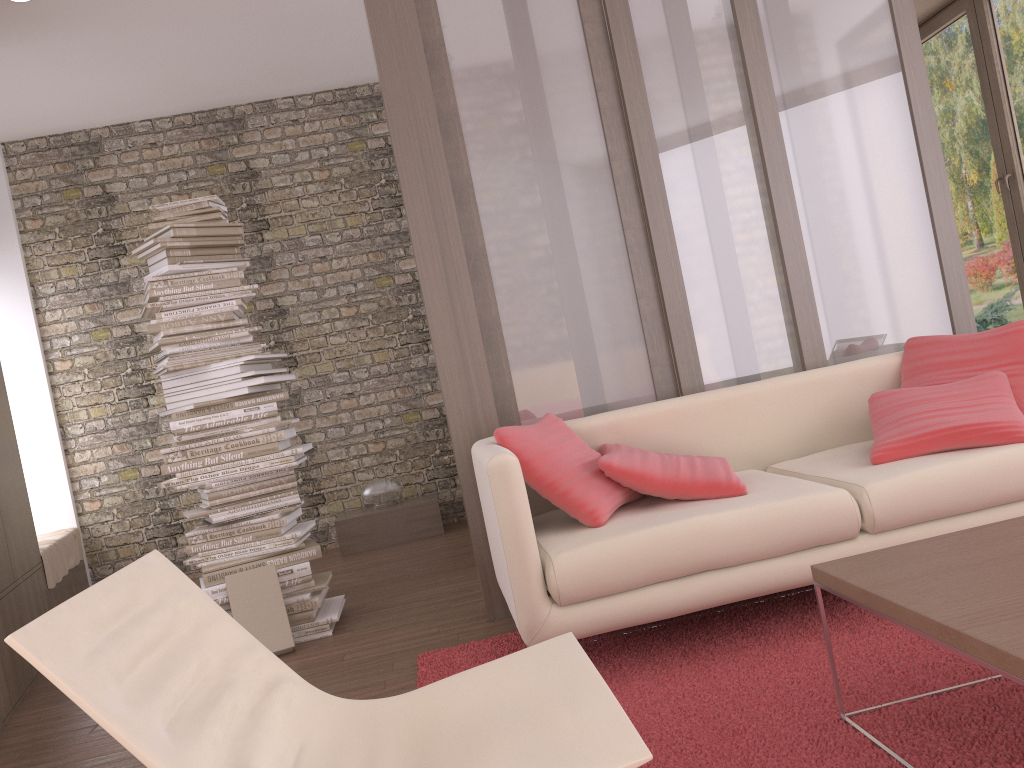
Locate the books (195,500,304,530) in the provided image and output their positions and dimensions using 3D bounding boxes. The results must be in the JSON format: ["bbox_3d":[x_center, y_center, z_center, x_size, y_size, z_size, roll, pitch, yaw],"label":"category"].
[{"bbox_3d":[-1.225,0.614,4.178,0.448,0.016,0.264,-11,1,-1],"label":"books"}]

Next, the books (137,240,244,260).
[{"bbox_3d":[-1.512,-0.633,4.179,0.259,0.019,0.412,-11,1,44],"label":"books"}]

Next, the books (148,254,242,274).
[{"bbox_3d":[-1.502,-0.568,4.211,0.211,0.036,0.371,-11,1,44],"label":"books"}]

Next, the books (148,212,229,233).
[{"bbox_3d":[-1.525,-0.754,4.199,0.327,0.023,0.198,-11,1,-6],"label":"books"}]

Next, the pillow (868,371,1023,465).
[{"bbox_3d":[1.501,0.117,3.103,0.507,0.224,0.467,-11,1,21],"label":"pillow"}]

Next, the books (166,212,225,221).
[{"bbox_3d":[-1.502,-0.777,4.208,0.258,0.010,0.183,-12,1,-21],"label":"books"}]

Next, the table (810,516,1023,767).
[{"bbox_3d":[1.210,0.532,1.748,0.850,0.378,0.850,-11,1,-6],"label":"table"}]

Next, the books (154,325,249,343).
[{"bbox_3d":[-1.462,-0.231,4.171,0.395,0.009,0.233,-12,1,-31],"label":"books"}]

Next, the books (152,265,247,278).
[{"bbox_3d":[-1.489,-0.508,4.201,0.416,0.015,0.245,-12,1,-26],"label":"books"}]

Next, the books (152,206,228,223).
[{"bbox_3d":[-1.518,-0.788,4.198,0.303,0.015,0.202,-11,1,-6],"label":"books"}]

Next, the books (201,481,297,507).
[{"bbox_3d":[-1.239,0.510,4.168,0.396,0.024,0.310,-12,1,-26],"label":"books"}]

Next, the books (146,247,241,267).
[{"bbox_3d":[-1.509,-0.605,4.211,0.211,0.036,0.371,-11,1,44],"label":"books"}]

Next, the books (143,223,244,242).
[{"bbox_3d":[-1.502,-0.715,4.185,0.287,0.012,0.366,-11,1,44],"label":"books"}]

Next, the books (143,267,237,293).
[{"bbox_3d":[-1.514,-0.487,4.165,0.392,0.015,0.306,-12,1,-26],"label":"books"}]

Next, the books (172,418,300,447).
[{"bbox_3d":[-1.299,0.227,4.222,0.542,0.020,0.320,-11,1,-6],"label":"books"}]

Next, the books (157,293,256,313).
[{"bbox_3d":[-1.443,-0.367,4.167,0.416,0.012,0.324,-12,1,-26],"label":"books"}]

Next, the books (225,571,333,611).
[{"bbox_3d":[-1.122,0.972,4.138,0.542,0.020,0.320,-11,1,-6],"label":"books"}]

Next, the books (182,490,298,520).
[{"bbox_3d":[-1.275,0.557,4.154,0.488,0.018,0.296,-12,1,-26],"label":"books"}]

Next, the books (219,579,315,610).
[{"bbox_3d":[-1.177,0.960,4.118,0.469,0.028,0.368,-12,1,-21],"label":"books"}]

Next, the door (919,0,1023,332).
[{"bbox_3d":[3.062,-1.335,5.492,0.117,2.221,1.750,-11,1,-6],"label":"door"}]

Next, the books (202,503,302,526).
[{"bbox_3d":[-1.225,0.603,4.160,0.413,0.006,0.322,-12,1,-26],"label":"books"}]

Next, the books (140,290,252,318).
[{"bbox_3d":[-1.489,-0.376,4.174,0.470,0.022,0.306,-12,1,-26],"label":"books"}]

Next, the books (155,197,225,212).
[{"bbox_3d":[-1.514,-0.832,4.192,0.277,0.008,0.216,-11,1,-6],"label":"books"}]

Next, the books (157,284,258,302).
[{"bbox_3d":[-1.451,-0.407,4.201,0.434,0.019,0.324,-12,1,-26],"label":"books"}]

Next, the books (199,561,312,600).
[{"bbox_3d":[-1.192,0.890,4.103,0.469,0.057,0.364,-12,1,-21],"label":"books"}]

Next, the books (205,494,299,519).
[{"bbox_3d":[-1.234,0.567,4.171,0.405,0.018,0.300,-12,1,-26],"label":"books"}]

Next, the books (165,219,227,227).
[{"bbox_3d":[-1.503,-0.734,4.198,0.272,0.023,0.201,-12,1,-26],"label":"books"}]

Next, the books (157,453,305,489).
[{"bbox_3d":[-1.310,0.401,4.200,0.612,0.028,0.399,-11,1,-6],"label":"books"}]

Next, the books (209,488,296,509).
[{"bbox_3d":[-1.237,0.535,4.187,0.385,0.008,0.274,-12,1,-26],"label":"books"}]

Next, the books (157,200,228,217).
[{"bbox_3d":[-1.511,-0.813,4.203,0.260,0.029,0.193,-11,1,9],"label":"books"}]

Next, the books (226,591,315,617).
[{"bbox_3d":[-1.168,1.002,4.108,0.510,0.020,0.399,-11,1,-6],"label":"books"}]

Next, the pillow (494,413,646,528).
[{"bbox_3d":[0.209,0.291,3.135,0.379,0.377,0.498,-11,1,29],"label":"pillow"}]

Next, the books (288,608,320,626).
[{"bbox_3d":[-1.157,1.083,4.106,0.522,0.046,0.410,-11,1,-6],"label":"books"}]

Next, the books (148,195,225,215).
[{"bbox_3d":[-1.534,-0.841,4.196,0.313,0.014,0.204,-11,1,-6],"label":"books"}]

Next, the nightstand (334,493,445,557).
[{"bbox_3d":[-0.845,0.971,6.170,0.707,0.240,0.400,-11,1,-6],"label":"nightstand"}]

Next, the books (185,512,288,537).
[{"bbox_3d":[-1.265,0.639,4.156,0.422,0.016,0.330,-11,1,-1],"label":"books"}]

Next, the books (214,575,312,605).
[{"bbox_3d":[-1.166,0.928,4.087,0.442,0.025,0.346,-12,1,-21],"label":"books"}]

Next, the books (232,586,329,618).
[{"bbox_3d":[-1.146,1.032,4.135,0.542,0.046,0.421,-11,1,-6],"label":"books"}]

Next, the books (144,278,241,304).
[{"bbox_3d":[-1.504,-0.425,4.163,0.401,0.035,0.315,-12,1,-26],"label":"books"}]

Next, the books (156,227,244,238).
[{"bbox_3d":[-1.495,-0.689,4.195,0.275,0.036,0.351,-11,1,44],"label":"books"}]

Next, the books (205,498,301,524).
[{"bbox_3d":[-1.223,0.587,4.169,0.396,0.024,0.310,-12,1,-26],"label":"books"}]

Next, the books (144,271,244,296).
[{"bbox_3d":[-1.504,-0.463,4.189,0.416,0.035,0.323,-12,1,-26],"label":"books"}]

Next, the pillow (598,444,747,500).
[{"bbox_3d":[0.554,0.306,3.170,0.467,0.224,0.507,-11,1,6],"label":"pillow"}]

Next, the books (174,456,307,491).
[{"bbox_3d":[-1.256,0.415,4.173,0.542,0.016,0.423,-11,1,-6],"label":"books"}]

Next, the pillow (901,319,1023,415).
[{"bbox_3d":[1.688,-0.008,3.345,0.498,0.377,0.379,-11,1,44],"label":"pillow"}]

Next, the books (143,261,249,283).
[{"bbox_3d":[-1.486,-0.529,4.180,0.266,0.026,0.404,-11,1,44],"label":"books"}]

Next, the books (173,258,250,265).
[{"bbox_3d":[-1.465,-0.552,4.193,0.284,0.010,0.351,-11,1,44],"label":"books"}]

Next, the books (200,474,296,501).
[{"bbox_3d":[-1.244,0.481,4.167,0.396,0.033,0.310,-12,1,-26],"label":"books"}]

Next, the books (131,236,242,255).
[{"bbox_3d":[-1.528,-0.652,4.174,0.248,0.019,0.435,-11,1,44],"label":"books"}]
